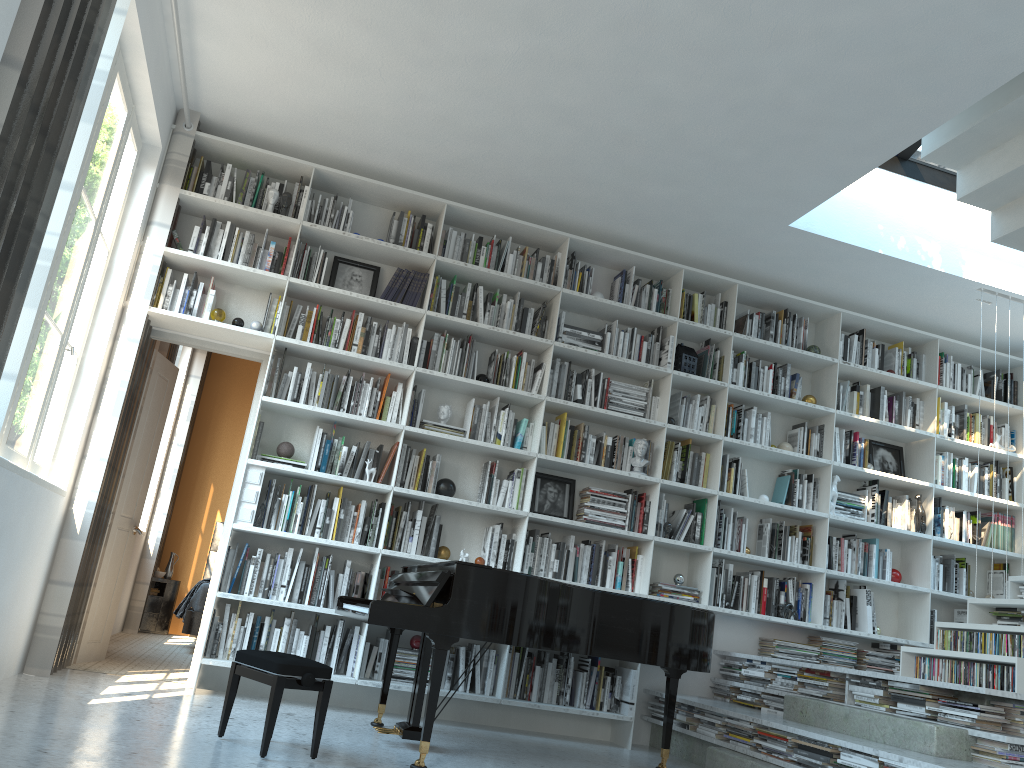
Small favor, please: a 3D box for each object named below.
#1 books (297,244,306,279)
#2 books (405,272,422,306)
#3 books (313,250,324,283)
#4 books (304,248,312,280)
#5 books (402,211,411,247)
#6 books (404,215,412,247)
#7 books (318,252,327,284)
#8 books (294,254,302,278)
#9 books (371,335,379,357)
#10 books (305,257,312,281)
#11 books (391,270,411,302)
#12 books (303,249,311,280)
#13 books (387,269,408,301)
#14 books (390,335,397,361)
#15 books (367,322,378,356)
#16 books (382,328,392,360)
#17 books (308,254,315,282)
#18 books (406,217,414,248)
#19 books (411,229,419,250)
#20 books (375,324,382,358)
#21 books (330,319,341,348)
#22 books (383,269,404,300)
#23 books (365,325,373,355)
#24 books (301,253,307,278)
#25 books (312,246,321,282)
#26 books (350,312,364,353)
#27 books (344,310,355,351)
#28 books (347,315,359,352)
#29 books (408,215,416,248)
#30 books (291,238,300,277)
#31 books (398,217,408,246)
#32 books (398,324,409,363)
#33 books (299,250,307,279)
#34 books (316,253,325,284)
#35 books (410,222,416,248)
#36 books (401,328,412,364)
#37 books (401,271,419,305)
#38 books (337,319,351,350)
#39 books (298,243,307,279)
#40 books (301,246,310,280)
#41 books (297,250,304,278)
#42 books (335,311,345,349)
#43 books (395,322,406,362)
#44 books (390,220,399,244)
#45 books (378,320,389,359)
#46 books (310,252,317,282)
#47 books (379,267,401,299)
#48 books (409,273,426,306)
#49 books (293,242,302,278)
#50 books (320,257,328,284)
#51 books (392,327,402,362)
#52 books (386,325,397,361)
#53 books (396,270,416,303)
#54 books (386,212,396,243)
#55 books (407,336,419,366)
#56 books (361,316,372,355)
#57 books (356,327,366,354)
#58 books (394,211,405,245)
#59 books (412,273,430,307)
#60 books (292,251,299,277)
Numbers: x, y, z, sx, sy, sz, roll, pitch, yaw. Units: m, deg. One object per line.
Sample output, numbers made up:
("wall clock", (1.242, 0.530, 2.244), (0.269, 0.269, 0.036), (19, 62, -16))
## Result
("books", (-1.313, -0.713, 5.493), (0.005, 0.276, 0.147), (13, -15, -14))
("books", (-0.653, -0.562, 5.680), (0.079, 0.285, 0.174), (13, -15, -14))
("books", (-1.213, -0.685, 5.499), (0.023, 0.257, 0.183), (13, -15, -14))
("books", (-1.269, -0.693, 5.479), (0.004, 0.245, 0.189), (13, -15, -14))
("books", (-0.703, -0.953, 5.750), (0.014, 0.320, 0.137), (13, -15, -14))
("books", (-0.689, -0.935, 5.735), (0.013, 0.282, 0.167), (13, -15, -14))
("books", (-1.188, -0.676, 5.513), (0.012, 0.254, 0.167), (13, -15, -14))
("books", (-1.333, -0.681, 5.481), (0.015, 0.206, 0.172), (13, -15, -14))
("books", (-0.867, -0.202, 5.526), (0.022, 0.185, 0.137), (13, -15, -14))
("books", (-1.275, -0.668, 5.515), (0.012, 0.214, 0.132), (13, -15, -14))
("books", (-0.734, -0.576, 5.653), (0.110, 0.279, 0.174), (13, -15, -14))
("books", (-1.282, -0.692, 5.497), (0.010, 0.248, 0.166), (13, -15, -14))
("books", (-0.750, -0.585, 5.631), (0.110, 0.279, 0.174), (13, -15, -14))
("books", (-0.760, -0.189, 5.551), (0.013, 0.205, 0.172), (13, -15, -14))
("books", (-0.885, -0.243, 5.531), (0.029, 0.260, 0.158), (13, -15, -14))
("books", (-0.796, -0.213, 5.532), (0.030, 0.230, 0.172), (13, -15, -14))
("books", (-1.251, -0.674, 5.486), (0.018, 0.218, 0.187), (13, -15, -14))
("books", (-0.676, -0.926, 5.724), (0.010, 0.262, 0.157), (13, -15, -14))
("books", (-0.644, -0.881, 5.730), (0.027, 0.190, 0.178), (13, -15, -14))
("books", (-0.842, -0.232, 5.546), (0.035, 0.260, 0.131), (13, -15, -14))
("books", (-1.097, -0.273, 5.457), (0.031, 0.216, 0.173), (13, -15, -14))
("books", (-0.777, -0.586, 5.642), (0.110, 0.279, 0.174), (13, -15, -14))
("books", (-0.903, -0.237, 5.509), (0.013, 0.231, 0.172), (13, -15, -14))
("books", (-1.293, -0.683, 5.468), (0.004, 0.213, 0.187), (13, -15, -14))
("books", (-1.227, -0.697, 5.508), (0.005, 0.280, 0.191), (13, -15, -14))
("books", (-0.967, -0.281, 5.486), (0.030, 0.285, 0.185), (13, -15, -14))
("books", (-1.015, -0.294, 5.499), (0.014, 0.303, 0.152), (13, -15, -14))
("books", (-0.995, -0.279, 5.482), (0.023, 0.270, 0.187), (13, -15, -14))
("books", (-0.666, -0.929, 5.728), (0.011, 0.273, 0.184), (13, -15, -14))
("books", (-1.346, -0.731, 5.472), (0.005, 0.292, 0.184), (13, -15, -14))
("books", (-0.721, -0.929, 5.711), (0.028, 0.248, 0.156), (13, -15, -14))
("books", (-0.700, -0.219, 5.567), (0.022, 0.288, 0.169), (13, -15, -14))
("books", (-1.301, -0.689, 5.477), (0.009, 0.228, 0.185), (13, -15, -14))
("books", (-1.200, -0.675, 5.511), (0.011, 0.249, 0.168), (13, -15, -14))
("books", (-0.665, -0.910, 5.756), (0.013, 0.254, 0.129), (13, -15, -14))
("books", (-0.674, -0.201, 5.568), (0.035, 0.263, 0.178), (13, -15, -14))
("books", (-0.673, -0.568, 5.670), (0.079, 0.285, 0.174), (13, -15, -14))
("books", (-1.048, -0.270, 5.481), (0.047, 0.237, 0.163), (13, -15, -14))
("books", (-1.308, -0.716, 5.498), (0.006, 0.288, 0.144), (13, -15, -14))
("books", (-1.287, -0.701, 5.488), (0.009, 0.259, 0.184), (13, -15, -14))
("books", (-1.321, -0.695, 5.487), (0.005, 0.237, 0.154), (13, -15, -14))
("books", (-1.073, -0.294, 5.474), (0.014, 0.272, 0.181), (13, -15, -14))
("books", (-0.713, -0.226, 5.552), (0.012, 0.290, 0.182), (13, -15, -14))
("books", (-0.775, -0.924, 5.700), (0.028, 0.217, 0.153), (13, -15, -14))
("books", (-0.813, -0.240, 5.537), (0.012, 0.280, 0.188), (13, -15, -14))
("books", (-1.241, -0.681, 5.502), (0.019, 0.243, 0.153), (13, -15, -14))
("books", (-0.796, -0.593, 5.628), (0.110, 0.279, 0.174), (13, -15, -14))
("books", (-0.630, -0.558, 5.681), (0.079, 0.285, 0.174), (13, -15, -14))
("books", (-1.336, -0.723, 5.484), (0.006, 0.286, 0.148), (13, -15, -14))
("books", (-1.177, -0.655, 5.503), (0.012, 0.213, 0.186), (13, -15, -14))
("books", (-0.740, -0.212, 5.571), (0.024, 0.265, 0.155), (13, -15, -14))
("books", (-0.769, -0.223, 5.542), (0.022, 0.262, 0.174), (13, -15, -14))
("books", (-0.699, -0.576, 5.643), (0.097, 0.282, 0.174), (13, -15, -14))
("books", (-0.793, -0.954, 5.714), (0.013, 0.277, 0.151), (13, -15, -14))
("books", (-0.637, -0.169, 5.546), (0.039, 0.201, 0.236), (13, -15, -14))
("books", (-0.920, -0.264, 5.522), (0.025, 0.285, 0.161), (13, -15, -14))
("books", (-0.945, -0.232, 5.478), (0.029, 0.195, 0.192), (13, -15, -14))
("books", (-0.744, -0.949, 5.710), (0.024, 0.279, 0.188), (13, -15, -14))
("books", (-0.605, -0.556, 5.674), (0.079, 0.285, 0.174), (13, -15, -14))
("books", (-1.354, -0.694, 5.498), (0.006, 0.232, 0.136), (13, -15, -14))
